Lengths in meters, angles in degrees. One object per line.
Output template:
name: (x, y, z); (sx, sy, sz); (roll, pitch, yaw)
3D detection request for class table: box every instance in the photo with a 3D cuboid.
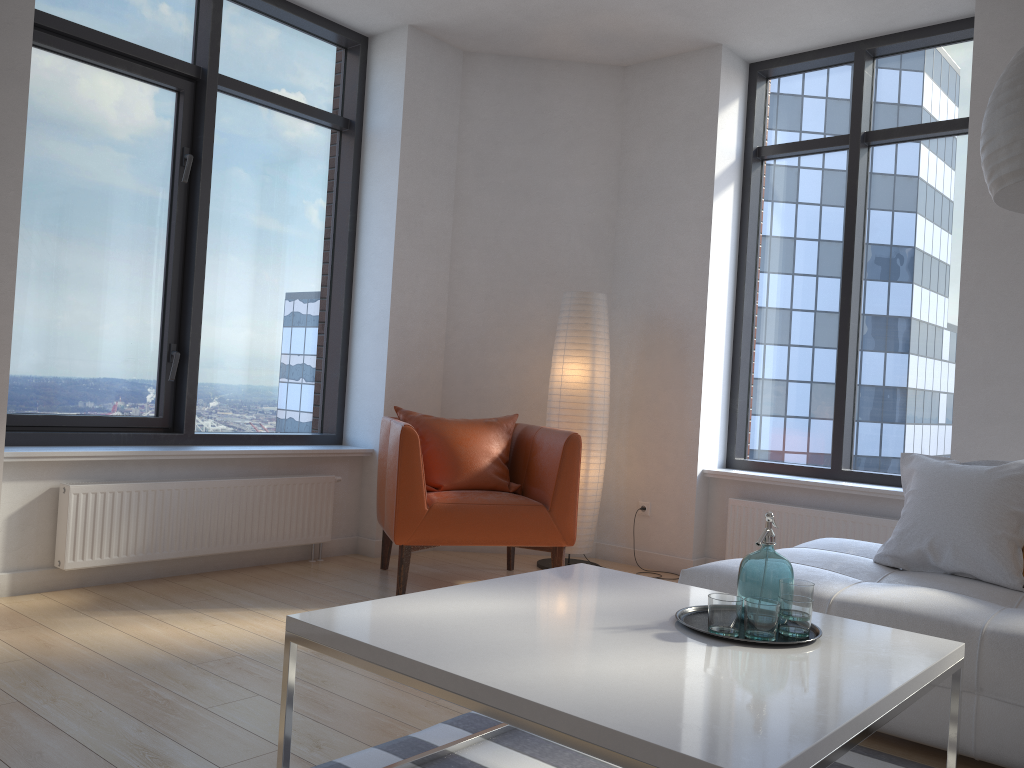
table: (0.264, 0.766, 1.980); (1.091, 0.435, 1.091); (3, -1, 40)

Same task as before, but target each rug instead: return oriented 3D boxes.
rug: (0.192, 0.980, 1.720); (1.662, 0.016, 2.326); (3, -1, 40)

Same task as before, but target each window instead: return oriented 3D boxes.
window: (-1.612, -0.893, 4.512); (0.170, 2.402, 1.960); (3, -1, 40)
window: (1.881, -0.672, 4.881); (1.310, 2.402, 0.170); (3, -1, 40)

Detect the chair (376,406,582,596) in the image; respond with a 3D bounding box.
chair: (-0.223, 0.564, 4.438); (0.896, 0.858, 0.843); (4, -1, -17)

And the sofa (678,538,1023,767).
sofa: (1.228, 0.686, 1.775); (2.614, 0.732, 3.424); (3, -1, 40)

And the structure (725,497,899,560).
structure: (1.594, 0.880, 4.591); (1.015, 0.460, 0.110); (3, -1, 40)

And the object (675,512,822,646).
object: (0.554, 0.434, 2.063); (0.330, 0.265, 0.330); (4, -1, -26)

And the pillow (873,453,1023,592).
pillow: (1.792, 0.455, 2.383); (0.580, 0.456, 2.156); (4, -1, -24)

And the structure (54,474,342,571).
structure: (-1.437, 0.689, 4.302); (0.110, 0.460, 1.474); (3, -1, 40)

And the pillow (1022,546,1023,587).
pillow: (1.853, 0.473, 2.070); (0.630, 0.440, 2.095); (4, -1, -3)

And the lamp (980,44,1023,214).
lamp: (2.566, -0.185, 2.244); (3.199, 2.647, 0.710); (4, -1, -14)

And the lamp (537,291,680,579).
lamp: (0.587, 0.276, 4.940); (0.804, 1.550, 0.502); (4, -1, 1)
